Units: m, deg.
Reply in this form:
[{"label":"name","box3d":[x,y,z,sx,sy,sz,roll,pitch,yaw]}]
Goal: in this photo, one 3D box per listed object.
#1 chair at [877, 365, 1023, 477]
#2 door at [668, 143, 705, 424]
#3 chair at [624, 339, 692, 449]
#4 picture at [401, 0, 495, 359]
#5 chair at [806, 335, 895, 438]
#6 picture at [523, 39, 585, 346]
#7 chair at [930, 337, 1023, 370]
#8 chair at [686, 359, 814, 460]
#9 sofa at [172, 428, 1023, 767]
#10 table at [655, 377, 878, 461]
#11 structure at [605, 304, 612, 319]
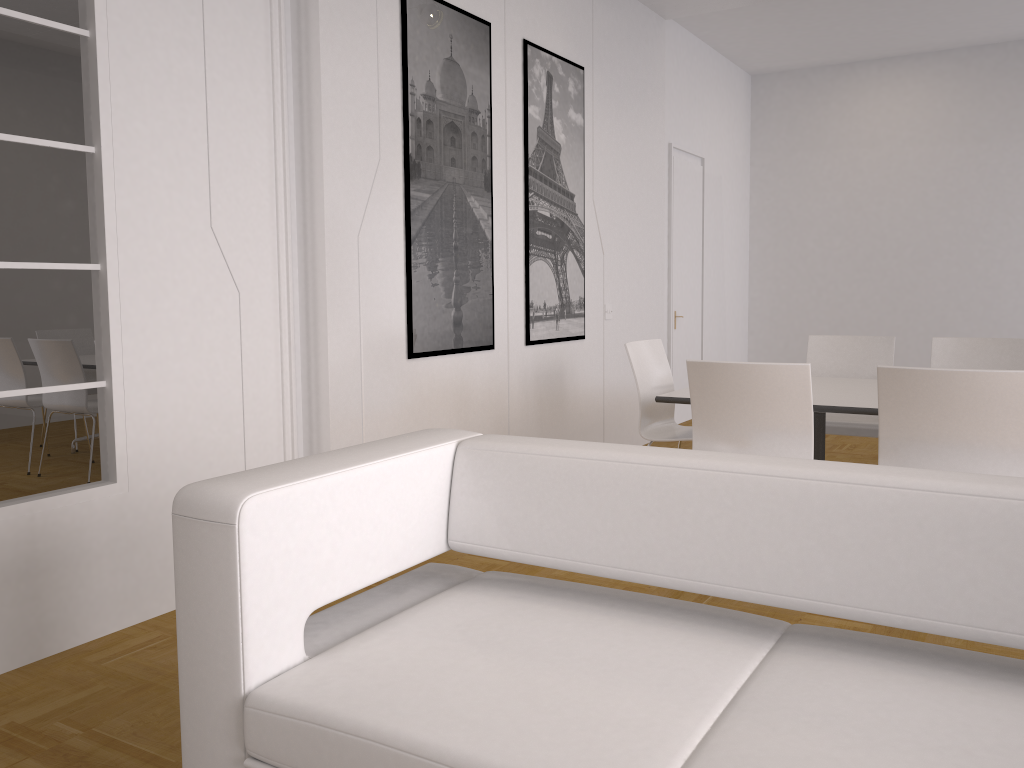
[{"label":"chair","box3d":[1.618,0.386,3.246,0.561,0.929,0.576,2,6,31]},{"label":"door","box3d":[1.579,-0.880,8.054,0.132,2.449,0.872,2,6,31]},{"label":"chair","box3d":[0.899,0.249,4.562,0.575,0.929,0.562,2,6,31]},{"label":"picture","box3d":[-0.306,-1.042,4.559,0.013,1.777,0.788,2,6,31]},{"label":"chair","box3d":[1.829,0.209,4.930,0.561,0.929,0.576,2,6,31]},{"label":"picture","box3d":[0.282,-1.149,5.534,0.016,1.777,0.788,2,6,31]},{"label":"chair","box3d":[2.395,0.239,4.591,0.561,0.929,0.576,2,6,31]},{"label":"chair","box3d":[1.016,0.354,3.607,0.561,0.929,0.576,2,6,31]},{"label":"sofa","box3d":[0.701,0.622,1.313,2.624,0.847,0.823,3,6,31]},{"label":"table","box3d":[1.994,0.411,3.936,2.412,0.721,1.212,3,7,31]},{"label":"structure","box3d":[0.683,-0.510,6.261,0.013,0.104,0.114,2,6,31]}]
